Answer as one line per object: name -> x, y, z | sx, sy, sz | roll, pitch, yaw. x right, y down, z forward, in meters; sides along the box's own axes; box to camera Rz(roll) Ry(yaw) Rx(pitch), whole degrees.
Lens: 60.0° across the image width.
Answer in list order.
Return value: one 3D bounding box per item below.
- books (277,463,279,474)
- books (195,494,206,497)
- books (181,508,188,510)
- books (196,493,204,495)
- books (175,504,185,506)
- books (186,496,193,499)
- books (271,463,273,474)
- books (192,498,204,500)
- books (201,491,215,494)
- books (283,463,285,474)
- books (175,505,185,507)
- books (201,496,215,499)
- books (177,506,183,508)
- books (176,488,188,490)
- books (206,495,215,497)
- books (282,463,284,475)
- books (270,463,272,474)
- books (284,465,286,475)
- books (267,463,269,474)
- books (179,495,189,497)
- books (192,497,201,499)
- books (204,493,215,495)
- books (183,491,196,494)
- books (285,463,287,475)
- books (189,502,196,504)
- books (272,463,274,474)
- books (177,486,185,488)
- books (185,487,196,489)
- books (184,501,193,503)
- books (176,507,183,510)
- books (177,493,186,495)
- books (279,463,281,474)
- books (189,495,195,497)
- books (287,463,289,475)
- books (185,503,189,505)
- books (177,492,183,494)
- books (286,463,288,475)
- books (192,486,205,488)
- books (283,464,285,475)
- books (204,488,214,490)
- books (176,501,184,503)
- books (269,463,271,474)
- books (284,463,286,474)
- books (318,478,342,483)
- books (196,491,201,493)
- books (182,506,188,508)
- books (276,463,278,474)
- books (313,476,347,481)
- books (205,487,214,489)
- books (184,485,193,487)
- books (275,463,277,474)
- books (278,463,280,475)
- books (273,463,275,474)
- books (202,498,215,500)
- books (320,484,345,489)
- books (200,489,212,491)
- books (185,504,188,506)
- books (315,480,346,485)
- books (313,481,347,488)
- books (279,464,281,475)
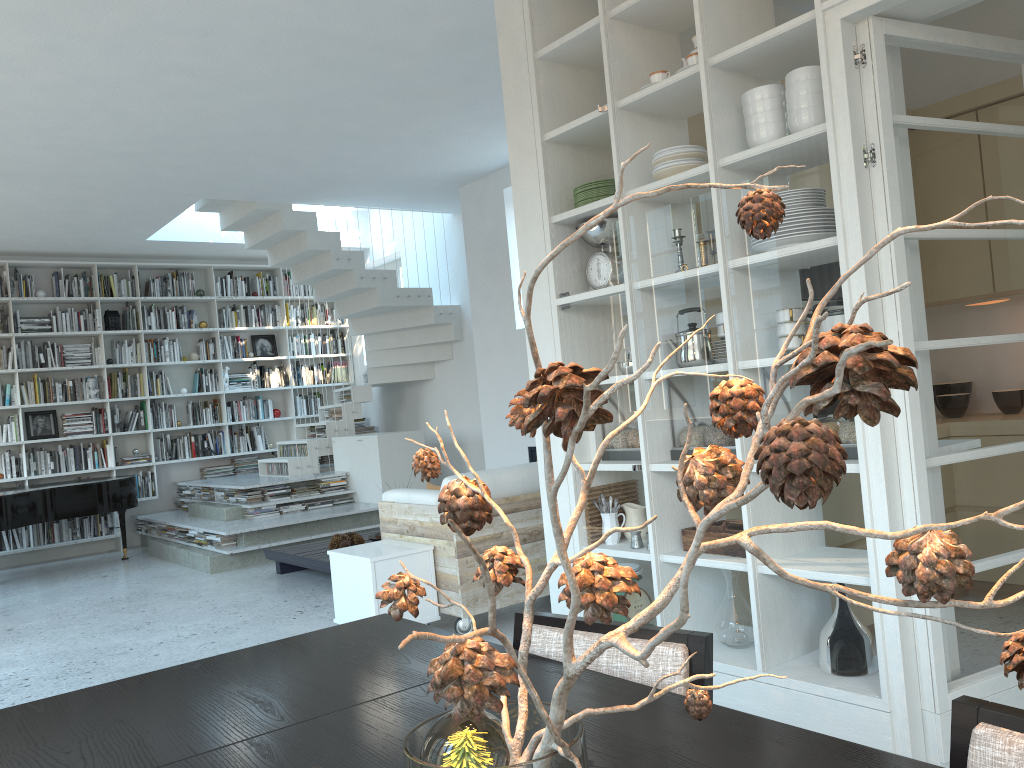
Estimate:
books -> -2.487, 0.914, 9.647 | 0.125, 0.125, 0.007 | -5, -1, -37
books -> -3.338, 1.207, 9.648 | 0.164, 0.023, 0.242 | -5, -1, -33
books -> -3.552, 1.381, 9.873 | 0.186, 0.009, 0.261 | -5, -1, -34
books -> -3.331, 1.186, 9.655 | 0.154, 0.018, 0.221 | -5, -1, -38
books -> -3.728, 1.366, 10.132 | 0.158, 0.012, 0.279 | -5, -1, -38
books -> -3.516, 1.256, 9.891 | 0.173, 0.017, 0.233 | -5, -1, -38
books -> -2.590, 0.927, 9.783 | 0.125, 0.125, 0.008 | -5, -1, -37
books -> -3.338, 1.236, 9.645 | 0.183, 0.012, 0.296 | -5, -1, -38
books -> -3.170, 1.144, 9.418 | 0.178, 0.017, 0.293 | -5, -1, -36
books -> -2.385, 0.902, 9.512 | 0.125, 0.125, 0.007 | -5, -1, -37
books -> -3.729, 1.379, 10.130 | 0.170, 0.012, 0.215 | -5, -1, -37
books -> -3.166, 1.194, 9.417 | 0.177, 0.014, 0.247 | -5, -1, -39
books -> -3.719, 1.391, 10.137 | 0.147, 0.014, 0.292 | -5, -1, -37
books -> -3.705, 1.190, 10.119 | 0.171, 0.015, 0.253 | -4, -1, -42
books -> -3.150, 1.177, 9.430 | 0.138, 0.017, 0.237 | -5, -1, -38
books -> -2.404, 0.904, 9.537 | 0.125, 0.125, 0.010 | -5, -1, -37
books -> -2.603, 0.928, 9.802 | 0.125, 0.125, 0.008 | -5, -1, -37
books -> -2.375, 0.901, 9.498 | 0.125, 0.125, 0.011 | -5, -1, -37
books -> -2.657, 0.935, 9.872 | 0.125, 0.125, 0.010 | -5, -1, -37
books -> -3.690, 1.262, 10.125 | 0.163, 0.017, 0.233 | -5, -1, -35
books -> -3.343, 1.225, 9.643 | 0.190, 0.012, 0.235 | -5, -1, -39
books -> -3.162, 1.161, 9.423 | 0.159, 0.018, 0.203 | -5, -1, -39
books -> -3.532, 1.195, 9.885 | 0.189, 0.030, 0.238 | -4, -1, -40
books -> -2.356, 0.899, 9.473 | 0.125, 0.125, 0.010 | -5, -1, -37
books -> -3.369, 1.295, 9.628 | 0.181, 0.017, 0.250 | -4, -1, -40
books -> -2.571, 0.924, 9.759 | 0.125, 0.125, 0.007 | -5, -1, -37
books -> -3.699, 1.169, 10.126 | 0.159, 0.011, 0.246 | -4, -1, -40
books -> -3.523, 1.152, 9.895 | 0.163, 0.018, 0.290 | -5, -1, -38
books -> -3.542, 1.303, 9.886 | 0.149, 0.014, 0.228 | -5, -1, -39
books -> -3.725, 1.413, 10.131 | 0.163, 0.019, 0.187 | -5, -1, -38
books -> -3.699, 1.246, 10.120 | 0.174, 0.017, 0.265 | -5, -1, -34
books -> -2.451, 0.910, 9.599 | 0.125, 0.125, 0.010 | -5, -1, -37
books -> -3.503, 1.236, 9.903 | 0.131, 0.021, 0.240 | -5, -1, -35
books -> -2.325, 0.895, 9.432 | 0.125, 0.125, 0.008 | -5, -1, -37
books -> -3.537, 1.327, 9.888 | 0.137, 0.018, 0.200 | -4, -1, -41
books -> -3.696, 1.231, 10.123 | 0.179, 0.012, 0.262 | -5, -1, -37
books -> -2.339, 0.897, 9.450 | 0.125, 0.125, 0.007 | -5, -1, -37
books -> -3.348, 1.113, 9.647 | 0.164, 0.015, 0.243 | -4, -1, -42
books -> -2.390, 0.903, 9.518 | 0.125, 0.125, 0.008 | -5, -1, -37
books -> -3.156, 1.107, 9.432 | 0.128, 0.013, 0.296 | -5, -1, -39
books -> -3.734, 1.333, 10.130 | 0.152, 0.015, 0.208 | -5, -1, -32
books -> -2.623, 0.931, 9.827 | 0.125, 0.125, 0.007 | -5, -1, -37
books -> -2.370, 0.900, 9.492 | 0.125, 0.125, 0.011 | -5, -1, -37
books -> -1.853, 0.980, 9.011 | 0.192, 0.024, 0.167 | -5, -1, -32
books -> -3.329, 1.170, 9.657 | 0.150, 0.013, 0.215 | -5, -1, -37
books -> -3.550, 1.355, 9.876 | 0.180, 0.017, 0.183 | -4, -1, -40
books -> -2.501, 0.916, 9.666 | 0.125, 0.125, 0.008 | -5, -1, -37
books -> -1.848, 0.960, 9.002 | 0.285, 0.013, 0.181 | -4, -1, -42
books -> -3.167, 1.087, 9.425 | 0.139, 0.028, 0.262 | -5, -1, -32
books -> -3.533, 1.126, 9.889 | 0.171, 0.020, 0.193 | -4, -1, -42
books -> -2.520, 0.918, 9.691 | 0.125, 0.125, 0.007 | -5, -1, -37
books -> -2.470, 0.912, 9.624 | 0.125, 0.125, 0.008 | -5, -1, -37
books -> -2.553, 0.922, 9.735 | 0.125, 0.125, 0.008 | -5, -1, -37
books -> -3.171, 1.207, 9.413 | 0.182, 0.011, 0.253 | -5, -1, -33
books -> -1.853, 1.041, 9.018 | 0.267, 0.014, 0.160 | -5, -1, -38
books -> -3.175, 1.119, 9.416 | 0.186, 0.009, 0.261 | -5, -1, -38
books -> -3.541, 1.341, 9.884 | 0.159, 0.009, 0.228 | -5, -1, -36
books -> -1.847, 0.997, 9.005 | 0.261, 0.012, 0.179 | -5, -1, -33
books -> -1.850, 1.018, 9.011 | 0.283, 0.030, 0.177 | -5, -1, -36
books -> -2.456, 0.911, 9.606 | 0.125, 0.125, 0.007 | -5, -1, -37
